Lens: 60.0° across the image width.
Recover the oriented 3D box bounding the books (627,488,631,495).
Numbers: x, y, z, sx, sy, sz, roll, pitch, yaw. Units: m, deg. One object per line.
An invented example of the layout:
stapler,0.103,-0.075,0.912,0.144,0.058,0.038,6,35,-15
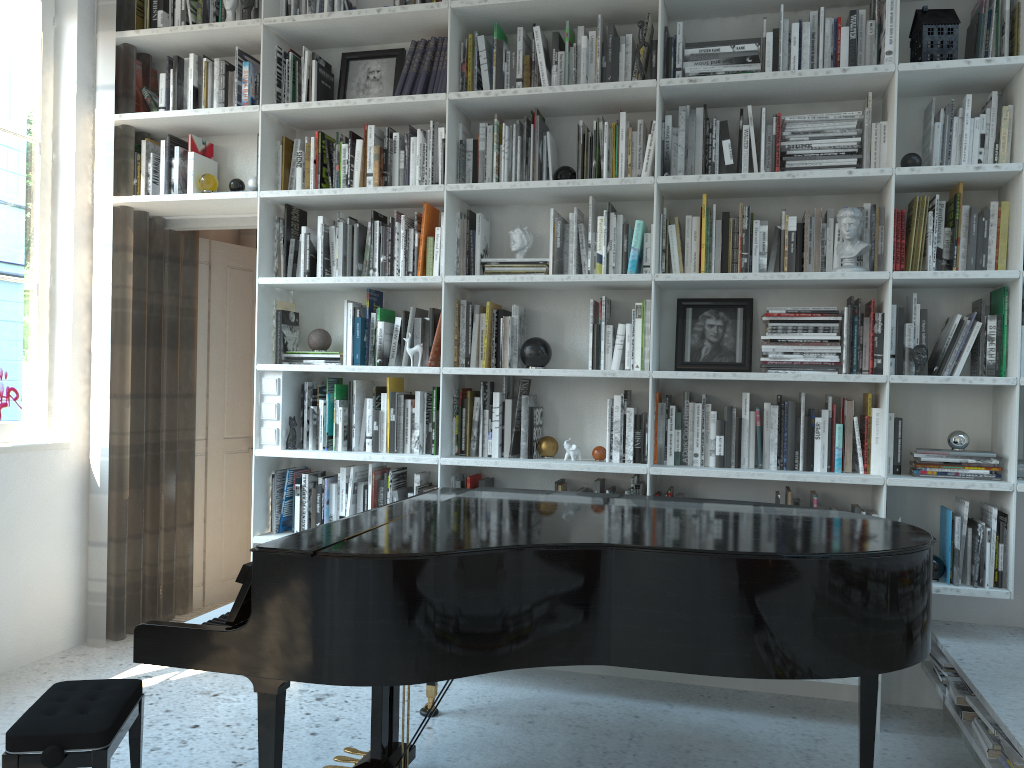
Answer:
books,0.481,0.555,3.582,0.013,0.268,0.183,1,0,15

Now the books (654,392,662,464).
books,0.589,0.176,3.576,0.012,0.285,0.159,1,0,15

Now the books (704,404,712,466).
books,0.781,0.200,3.526,0.021,0.244,0.141,1,0,15

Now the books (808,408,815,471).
books,1.153,0.213,3.422,0.014,0.235,0.154,1,0,15

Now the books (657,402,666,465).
books,0.608,0.197,3.568,0.029,0.244,0.154,1,0,15

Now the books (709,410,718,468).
books,0.796,0.214,3.499,0.023,0.217,0.174,1,0,15

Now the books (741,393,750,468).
books,0.916,0.179,3.482,0.026,0.292,0.152,1,0,15

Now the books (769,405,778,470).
books,1.015,0.205,3.445,0.026,0.245,0.191,1,0,15

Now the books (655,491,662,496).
books,0.577,0.560,3.513,0.014,0.261,0.132,1,0,15

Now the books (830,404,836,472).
books,1.228,0.204,3.410,0.014,0.256,0.145,1,0,15

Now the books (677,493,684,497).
books,0.656,0.563,3.469,0.021,0.260,0.169,1,0,15

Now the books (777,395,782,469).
books,1.040,0.185,3.463,0.014,0.286,0.134,1,0,15

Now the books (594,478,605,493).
books,0.356,0.539,3.646,0.025,0.294,0.134,1,1,15

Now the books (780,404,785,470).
books,1.051,0.203,3.454,0.011,0.251,0.158,1,0,15

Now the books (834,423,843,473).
books,1.239,0.241,3.382,0.023,0.183,0.169,1,0,15

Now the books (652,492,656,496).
books,0.564,0.564,3.515,0.012,0.254,0.161,1,0,15

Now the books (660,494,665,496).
books,0.591,0.565,3.489,0.026,0.252,0.183,1,0,15

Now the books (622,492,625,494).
books,0.450,0.568,3.595,0.027,0.241,0.162,1,0,15

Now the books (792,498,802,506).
books,1.107,0.572,3.393,0.066,0.261,0.133,1,0,15

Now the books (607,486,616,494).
books,0.399,0.554,3.595,0.011,0.266,0.191,1,0,15

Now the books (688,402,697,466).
books,0.721,0.197,3.544,0.024,0.247,0.132,1,0,15

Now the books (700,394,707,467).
books,0.760,0.181,3.512,0.013,0.282,0.166,1,0,15

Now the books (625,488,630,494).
books,0.472,0.559,3.599,0.012,0.260,0.147,1,0,15

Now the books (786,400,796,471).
books,1.075,0.197,3.429,0.028,0.264,0.161,1,0,15

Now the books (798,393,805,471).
books,1.116,0.181,3.423,0.012,0.296,0.177,1,0,15

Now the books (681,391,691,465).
books,0.699,0.175,3.556,0.027,0.290,0.140,1,0,15

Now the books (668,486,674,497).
books,0.623,0.549,3.493,0.012,0.285,0.137,1,0,15

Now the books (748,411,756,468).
books,0.942,0.216,3.484,0.025,0.220,0.140,1,0,15

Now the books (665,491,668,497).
books,0.613,0.559,3.501,0.011,0.266,0.152,1,0,15

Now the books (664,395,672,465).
books,0.626,0.181,3.556,0.011,0.275,0.146,1,0,15

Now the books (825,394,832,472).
books,1.213,0.185,3.406,0.014,0.294,0.137,1,1,15

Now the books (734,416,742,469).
books,0.887,0.226,3.476,0.023,0.196,0.165,1,0,15

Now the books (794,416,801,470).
books,1.101,0.228,3.438,0.021,0.203,0.128,1,0,15

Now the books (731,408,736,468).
books,0.873,0.209,3.492,0.013,0.230,0.139,1,0,15

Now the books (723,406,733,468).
books,0.850,0.205,3.488,0.029,0.238,0.165,1,0,15

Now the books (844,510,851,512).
books,1.258,0.596,3.356,0.053,0.220,0.132,1,0,15

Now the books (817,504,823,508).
books,1.155,0.582,3.349,0.021,0.244,0.180,1,0,15

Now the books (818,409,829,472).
books,1.191,0.214,3.400,0.023,0.234,0.174,1,0,15

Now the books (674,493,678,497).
books,0.642,0.565,3.481,0.011,0.253,0.173,1,0,15

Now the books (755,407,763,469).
books,0.966,0.208,3.470,0.031,0.237,0.159,1,0,15

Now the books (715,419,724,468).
books,0.820,0.231,3.488,0.029,0.184,0.174,1,0,15

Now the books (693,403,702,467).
books,0.741,0.199,3.521,0.027,0.245,0.179,1,0,15

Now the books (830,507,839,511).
books,1.216,0.589,3.348,0.024,0.232,0.146,1,0,15

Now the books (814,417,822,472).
books,1.168,0.229,3.406,0.023,0.204,0.167,1,0,15

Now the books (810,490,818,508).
books,1.140,0.557,3.357,0.015,0.293,0.169,1,0,15

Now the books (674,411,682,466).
books,0.669,0.216,3.546,0.024,0.208,0.170,1,0,15

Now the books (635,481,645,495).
books,0.515,0.545,3.592,0.021,0.290,0.160,1,0,15

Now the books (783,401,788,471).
books,1.058,0.198,3.441,0.010,0.261,0.181,1,0,15

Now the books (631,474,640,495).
books,0.496,0.529,3.586,0.013,0.320,0.173,1,0,15

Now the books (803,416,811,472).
books,1.132,0.227,3.417,0.024,0.207,0.183,1,0,15

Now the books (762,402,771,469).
books,0.997,0.200,3.478,0.025,0.254,0.136,1,0,15

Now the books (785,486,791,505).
books,1.048,0.550,3.376,0.013,0.303,0.181,1,0,15

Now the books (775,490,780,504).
books,1.015,0.558,3.400,0.012,0.285,0.159,1,0,15

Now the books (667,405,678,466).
books,0.641,0.202,3.541,0.027,0.234,0.167,1,0,15

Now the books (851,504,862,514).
books,1.292,0.582,3.336,0.022,0.249,0.130,1,0,15

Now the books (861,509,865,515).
books,1.306,0.588,3.324,0.010,0.238,0.167,1,0,15
